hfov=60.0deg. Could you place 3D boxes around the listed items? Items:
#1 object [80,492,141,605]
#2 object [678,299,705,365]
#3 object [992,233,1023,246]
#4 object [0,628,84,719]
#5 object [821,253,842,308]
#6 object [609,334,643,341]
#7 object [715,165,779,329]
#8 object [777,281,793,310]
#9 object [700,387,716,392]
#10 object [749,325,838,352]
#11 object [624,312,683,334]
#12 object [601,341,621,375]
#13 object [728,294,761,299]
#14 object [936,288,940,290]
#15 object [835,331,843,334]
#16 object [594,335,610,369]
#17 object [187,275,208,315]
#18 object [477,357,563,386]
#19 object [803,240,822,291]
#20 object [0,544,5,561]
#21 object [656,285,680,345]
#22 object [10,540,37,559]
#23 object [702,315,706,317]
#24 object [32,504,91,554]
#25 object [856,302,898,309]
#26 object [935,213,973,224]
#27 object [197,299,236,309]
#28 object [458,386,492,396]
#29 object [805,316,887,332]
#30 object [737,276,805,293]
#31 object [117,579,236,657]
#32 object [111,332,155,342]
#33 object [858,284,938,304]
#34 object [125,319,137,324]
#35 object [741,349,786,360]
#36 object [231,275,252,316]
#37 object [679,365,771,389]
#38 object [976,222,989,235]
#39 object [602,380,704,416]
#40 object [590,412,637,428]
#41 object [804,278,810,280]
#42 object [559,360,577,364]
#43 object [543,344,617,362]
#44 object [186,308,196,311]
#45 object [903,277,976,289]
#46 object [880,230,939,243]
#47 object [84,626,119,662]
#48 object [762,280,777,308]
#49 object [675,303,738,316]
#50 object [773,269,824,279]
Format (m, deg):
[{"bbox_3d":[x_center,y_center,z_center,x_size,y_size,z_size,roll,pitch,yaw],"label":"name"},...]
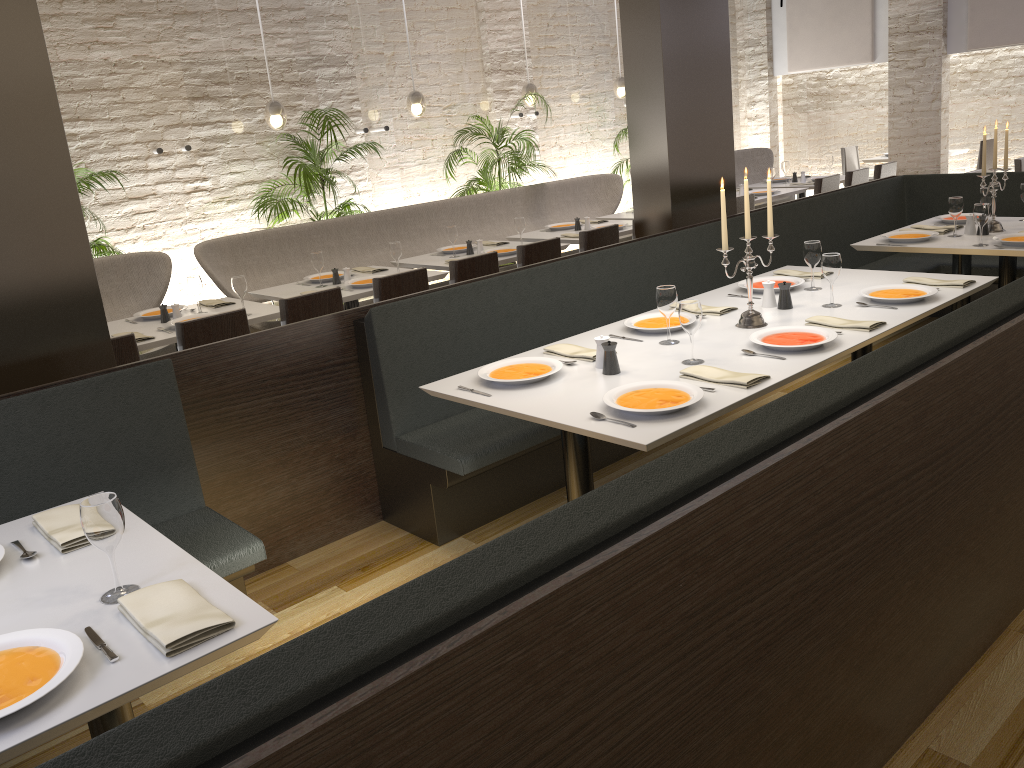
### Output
[{"bbox_3d":[-0.879,0.357,1.934,0.087,0.228,0.086,-14,16,-27],"label":"object"},{"bbox_3d":[0.655,-0.190,3.237,0.086,0.228,0.087,-6,14,2],"label":"object"},{"bbox_3d":[2.798,-0.783,4.831,0.321,0.036,0.325,2,18,24],"label":"object"},{"bbox_3d":[-0.962,0.556,1.637,0.322,0.036,0.324,-12,17,-20],"label":"object"},{"bbox_3d":[1.394,-0.453,3.865,0.087,0.228,0.086,-14,16,-27],"label":"object"},{"bbox_3d":[0.477,-0.192,3.698,0.017,0.010,0.186,-19,21,-38],"label":"object"},{"bbox_3d":[0.969,-0.560,3.629,0.392,0.650,0.132,-14,16,-29],"label":"object"},{"bbox_3d":[1.210,-0.393,3.928,0.069,0.125,0.069,7,20,42],"label":"object"},{"bbox_3d":[0.602,0.008,2.972,0.017,0.010,0.186,-19,21,-38],"label":"object"},{"bbox_3d":[1.064,-0.166,3.358,0.322,0.036,0.324,-12,17,-20],"label":"object"},{"bbox_3d":[0.644,-0.259,3.828,0.322,0.036,0.324,-12,17,-20],"label":"object"},{"bbox_3d":[0.358,-0.096,3.229,0.069,0.125,0.069,-8,15,-9],"label":"object"},{"bbox_3d":[1.113,-0.419,4.239,0.017,0.010,0.186,-19,21,-38],"label":"object"},{"bbox_3d":[1.848,-0.436,4.030,0.017,0.010,0.186,-19,21,-38],"label":"object"},{"bbox_3d":[1.212,-0.210,3.490,0.017,0.010,0.186,-19,21,-38],"label":"object"},{"bbox_3d":[0.341,-0.121,3.320,0.069,0.125,0.069,-11,15,-17],"label":"object"},{"bbox_3d":[-1.901,-0.537,5.349,0.086,0.228,0.087,-6,14,2],"label":"object"},{"bbox_3d":[0.032,-0.041,3.308,0.324,0.036,0.322,-20,22,-40],"label":"object"},{"bbox_3d":[1.437,-0.566,4.235,0.087,0.228,0.086,-14,16,-27],"label":"object"},{"bbox_3d":[-1.382,0.462,2.107,0.322,0.036,0.324,-12,17,-20],"label":"object"},{"bbox_3d":[0.622,-0.276,3.543,0.087,0.228,0.086,-18,19,-39],"label":"object"},{"bbox_3d":[-1.237,0.415,2.242,0.038,0.015,0.182,-18,20,-37],"label":"object"},{"bbox_3d":[0.796,-0.309,3.969,0.038,0.015,0.182,-18,20,-37],"label":"object"},{"bbox_3d":[-1.154,0.372,2.336,0.143,0.032,0.274,-19,21,-38],"label":"object"},{"bbox_3d":[1.554,-0.334,3.780,0.038,0.015,0.182,-18,20,-37],"label":"object"},{"bbox_3d":[2.930,-1.073,5.770,0.323,0.036,0.324,10,23,43],"label":"object"},{"bbox_3d":[-1.883,-0.513,5.636,0.143,0.032,0.274,-19,21,-38],"label":"object"},{"bbox_3d":[-0.133,0.025,3.180,0.017,0.010,0.186,-19,21,-38],"label":"object"},{"bbox_3d":[1.337,-0.246,3.556,0.143,0.032,0.274,-19,21,-38],"label":"object"},{"bbox_3d":[1.274,-0.484,4.363,0.323,0.036,0.324,10,23,43],"label":"object"},{"bbox_3d":[-0.696,0.472,1.827,0.143,0.032,0.274,-19,21,-38],"label":"object"},{"bbox_3d":[-2.059,-0.252,4.811,0.143,0.032,0.274,-19,21,-38],"label":"object"},{"bbox_3d":[1.694,-0.390,3.893,0.323,0.036,0.324,10,23,43],"label":"object"},{"bbox_3d":[-2.286,-0.375,5.322,0.017,0.010,0.186,-19,21,-38],"label":"object"},{"bbox_3d":[0.918,-0.107,3.240,0.038,0.015,0.182,-18,20,-37],"label":"object"},{"bbox_3d":[-1.566,-0.508,5.128,0.086,0.228,0.087,-6,14,2],"label":"object"},{"bbox_3d":[0.727,-0.029,3.038,0.143,0.032,0.274,-19,21,-38],"label":"object"},{"bbox_3d":[2.771,-0.936,5.212,0.069,0.125,0.069,-6,15,2],"label":"object"},{"bbox_3d":[0.452,0.052,2.838,0.321,0.036,0.325,2,18,24],"label":"object"},{"bbox_3d":[0.308,0.110,2.722,0.038,0.015,0.182,-18,20,-37],"label":"object"},{"bbox_3d":[1.433,-0.535,4.509,0.038,0.015,0.182,-18,20,-37],"label":"object"},{"bbox_3d":[0.187,-0.091,3.451,0.038,0.015,0.182,-18,20,-37],"label":"object"},{"bbox_3d":[0.270,-0.129,3.546,0.143,0.032,0.274,-19,21,-38],"label":"object"},{"bbox_3d":[-2.019,-0.472,5.548,0.038,0.015,0.182,-18,20,-37],"label":"object"},{"bbox_3d":[1.973,-0.473,4.097,0.143,0.032,0.274,-19,21,-38],"label":"object"},{"bbox_3d":[2.377,-0.877,5.301,0.321,0.036,0.325,2,18,24],"label":"object"},{"bbox_3d":[-0.821,0.514,1.763,0.017,0.010,0.186,-19,21,-38],"label":"object"},{"bbox_3d":[1.158,-0.406,3.991,0.069,0.125,0.069,7,20,42],"label":"object"},{"bbox_3d":[0.880,-0.346,4.064,0.143,0.032,0.274,-19,21,-38],"label":"object"},{"bbox_3d":[1.516,-0.573,4.605,0.143,0.032,0.274,-19,21,-38],"label":"object"}]
